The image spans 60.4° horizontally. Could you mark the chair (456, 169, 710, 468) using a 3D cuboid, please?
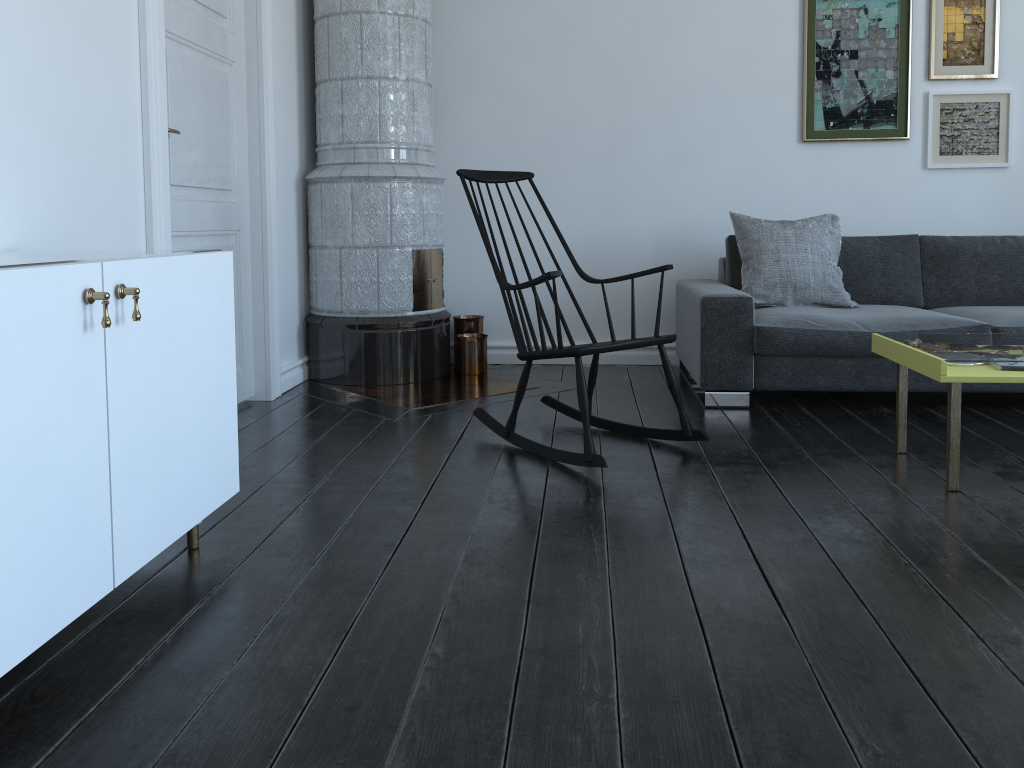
[{"bbox_3d":[0.193,-0.293,3.204,0.615,0.996,0.911,-5,8,-40],"label":"chair"}]

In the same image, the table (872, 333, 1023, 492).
[{"bbox_3d":[1.934,0.081,2.738,1.400,0.396,0.608,0,8,5],"label":"table"}]

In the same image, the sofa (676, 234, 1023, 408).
[{"bbox_3d":[2.017,-0.336,4.116,2.372,0.717,1.099,0,8,5],"label":"sofa"}]

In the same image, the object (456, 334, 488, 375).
[{"bbox_3d":[-0.212,-0.158,4.672,0.174,0.197,0.173,-1,7,-5],"label":"object"}]

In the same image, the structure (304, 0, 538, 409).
[{"bbox_3d":[-0.558,-1.455,4.410,0.781,2.865,1.276,-4,6,-40],"label":"structure"}]

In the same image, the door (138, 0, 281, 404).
[{"bbox_3d":[-1.187,-1.064,3.445,0.116,2.453,1.181,0,5,5],"label":"door"}]

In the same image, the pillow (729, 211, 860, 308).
[{"bbox_3d":[2.089,-0.589,4.201,2.055,0.488,0.484,1,7,9],"label":"pillow"}]

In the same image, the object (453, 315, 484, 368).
[{"bbox_3d":[-0.238,-0.231,4.851,0.173,0.278,0.178,0,6,5],"label":"object"}]

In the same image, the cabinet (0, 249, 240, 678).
[{"bbox_3d":[-0.995,0.135,1.647,0.590,0.727,1.217,0,9,5],"label":"cabinet"}]
